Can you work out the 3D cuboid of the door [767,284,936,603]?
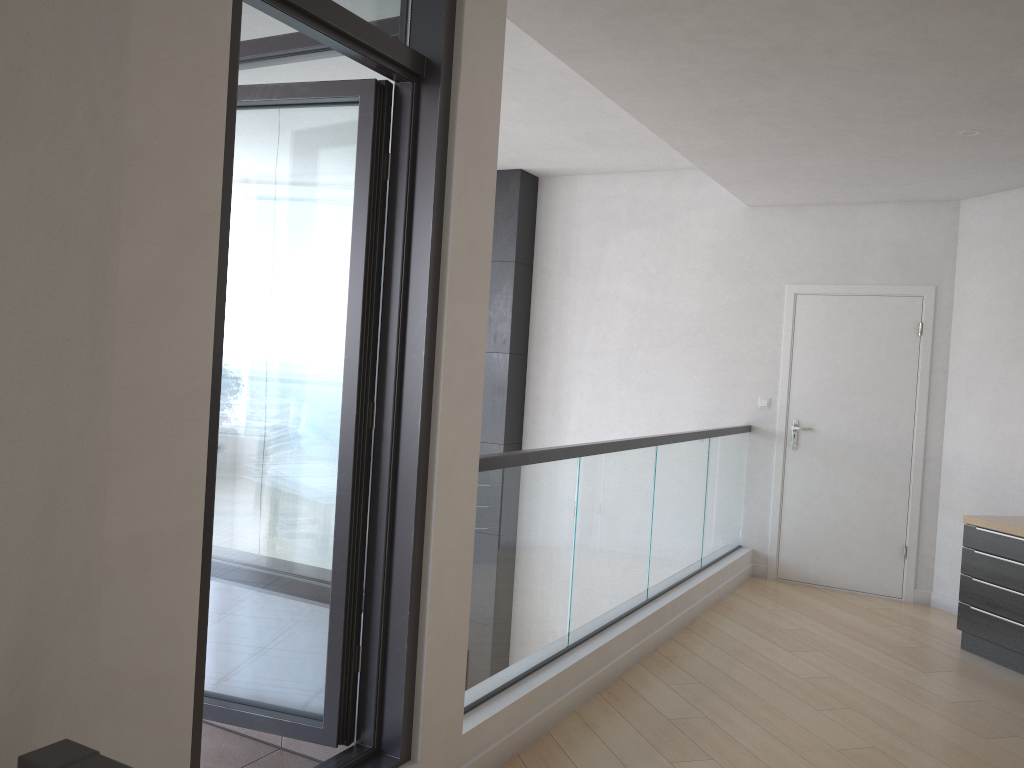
[{"bbox_3d":[2.340,0.379,6.178,0.974,2.136,0.085,4,1,28],"label":"door"}]

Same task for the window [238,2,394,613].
[{"bbox_3d":[-2.495,-0.616,4.057,5.002,2.402,0.170,4,1,28],"label":"window"}]

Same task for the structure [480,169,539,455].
[{"bbox_3d":[-0.804,1.403,7.454,1.500,6.351,0.722,4,1,28],"label":"structure"}]

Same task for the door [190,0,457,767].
[{"bbox_3d":[-0.851,-0.133,2.513,0.924,2.500,0.905,4,1,28],"label":"door"}]
